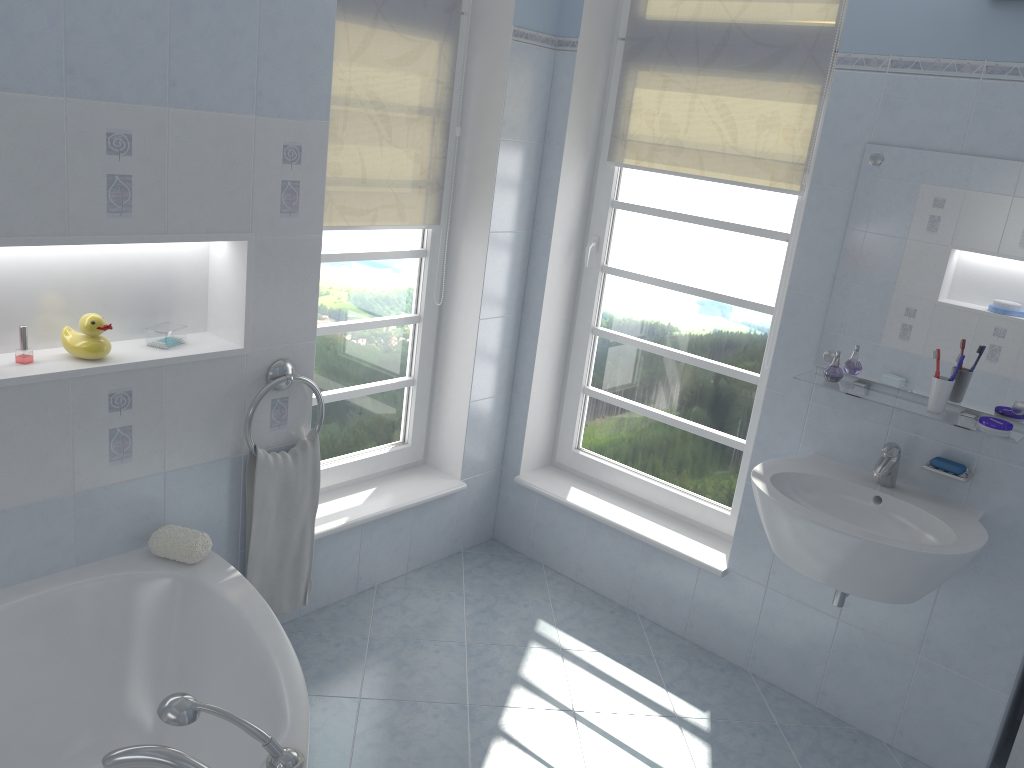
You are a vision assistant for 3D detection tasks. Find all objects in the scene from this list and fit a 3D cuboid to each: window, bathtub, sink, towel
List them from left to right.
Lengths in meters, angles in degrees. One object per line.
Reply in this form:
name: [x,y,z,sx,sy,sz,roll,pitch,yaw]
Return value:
bathtub: [-0.922,0.903,1.632,1.578,0.670,1.596,20,21,37]
towel: [-0.735,0.460,2.856,0.083,0.635,0.280,21,21,37]
window: [-0.483,-0.596,3.106,0.142,2.067,0.758,20,21,37]
window: [0.657,-0.496,3.264,0.963,2.067,0.142,20,21,37]
sink: [0.979,0.422,2.526,0.634,0.489,0.533,20,21,37]

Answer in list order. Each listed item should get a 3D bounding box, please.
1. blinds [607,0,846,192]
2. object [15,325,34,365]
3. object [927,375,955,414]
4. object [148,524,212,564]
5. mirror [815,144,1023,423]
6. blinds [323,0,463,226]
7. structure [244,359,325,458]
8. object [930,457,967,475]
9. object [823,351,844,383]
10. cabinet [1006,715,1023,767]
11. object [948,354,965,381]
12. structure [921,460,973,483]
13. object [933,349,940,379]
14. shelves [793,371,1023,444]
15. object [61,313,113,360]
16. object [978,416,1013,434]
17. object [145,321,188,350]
blinds: [0.693,-1.076,3.045,0.800,0.732,0.046,20,21,37]
object: [-1.227,-0.099,2.229,0.030,0.096,0.030,10,17,10]
object: [1.193,0.031,2.475,0.058,0.100,0.058,-8,23,-42]
object: [-0.938,0.453,2.509,0.165,0.077,0.105,10,17,10]
mirror: [1.229,-0.295,2.509,0.620,0.680,0.012,20,21,37]
blinds: [-0.385,-1.023,2.933,0.046,1.032,0.598,20,21,37]
structure: [-0.708,0.088,2.753,0.051,0.332,0.291,20,21,37]
object: [1.245,0.233,2.531,0.090,0.027,0.060,22,22,39]
object: [0.974,-0.054,2.672,0.059,0.094,0.059,10,17,10]
cabinet: [1.953,0.872,2.450,0.819,0.921,0.389,20,21,37]
object: [1.204,-0.003,2.449,0.012,0.175,0.054,-1,18,-25]
structure: [1.249,0.249,2.543,0.124,0.034,0.092,20,21,37]
object: [1.169,-0.011,2.457,0.050,0.178,0.012,4,17,-11]
shelves: [1.133,0.070,2.557,0.620,0.045,0.170,20,21,37]
object: [-1.113,-0.128,2.326,0.132,0.122,0.095,8,17,3]
object: [1.309,0.111,2.401,0.083,0.020,0.083,-8,23,-41]
object: [-0.987,-0.138,2.532,0.072,0.053,0.102,11,17,13]
